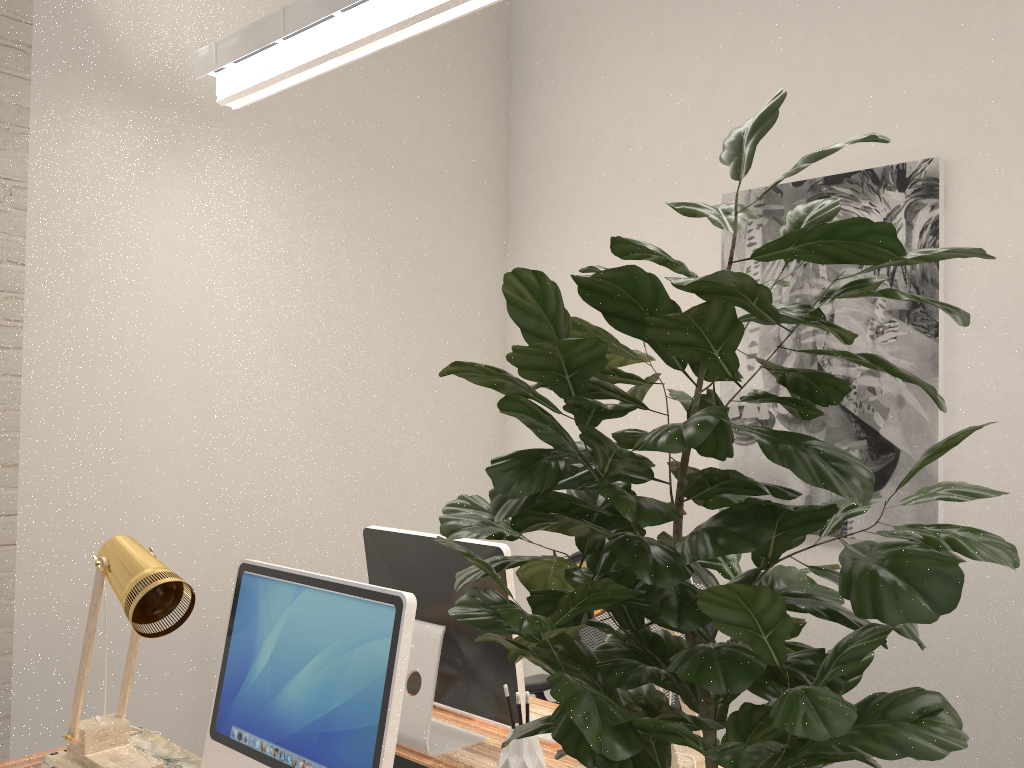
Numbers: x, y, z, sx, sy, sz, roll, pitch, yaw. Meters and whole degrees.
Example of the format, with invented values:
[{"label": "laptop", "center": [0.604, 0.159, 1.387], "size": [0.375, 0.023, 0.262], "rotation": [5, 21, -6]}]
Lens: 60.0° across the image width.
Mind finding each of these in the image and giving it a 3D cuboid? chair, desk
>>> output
[{"label": "chair", "center": [0.260, 1.052, 2.540], "size": [0.770, 1.085, 0.793], "rotation": [0, -2, 25]}, {"label": "desk", "center": [-0.561, 1.170, 1.483], "size": [1.401, 0.724, 0.529], "rotation": [-1, -3, 42]}, {"label": "desk", "center": [0.007, 1.206, 2.110], "size": [1.401, 0.724, 0.529], "rotation": [-1, -3, 42]}]

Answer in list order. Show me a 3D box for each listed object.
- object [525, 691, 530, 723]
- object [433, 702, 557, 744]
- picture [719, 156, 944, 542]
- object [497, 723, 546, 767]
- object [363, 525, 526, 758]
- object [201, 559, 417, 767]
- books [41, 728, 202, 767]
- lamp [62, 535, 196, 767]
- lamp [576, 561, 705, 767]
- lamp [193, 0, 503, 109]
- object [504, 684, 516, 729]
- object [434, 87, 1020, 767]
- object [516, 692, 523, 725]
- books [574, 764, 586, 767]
[{"label": "object", "center": [0.032, 0.727, 1.815], "size": [0.008, 0.207, 0.054], "rotation": [1, -2, 7]}, {"label": "object", "center": [-0.026, 0.840, 2.240], "size": [0.439, 0.017, 0.119], "rotation": [-1, -3, 42]}, {"label": "picture", "center": [1.032, -0.094, 2.938], "size": [0.731, 1.182, 0.049], "rotation": [-1, -2, 42]}, {"label": "object", "center": [0.020, 0.769, 1.823], "size": [0.101, 0.126, 0.101], "rotation": [1, -2, -3]}, {"label": "object", "center": [-0.189, 0.598, 2.097], "size": [0.484, 0.485, 0.190], "rotation": [-1, -2, 42]}, {"label": "object", "center": [-0.345, 0.571, 1.529], "size": [0.484, 0.485, 0.190], "rotation": [-1, -2, 42]}, {"label": "books", "center": [-0.803, 0.799, 1.847], "size": [0.309, 0.038, 0.225], "rotation": [-1, -3, 42]}, {"label": "lamp", "center": [-0.781, 0.547, 1.799], "size": [0.344, 0.470, 0.126], "rotation": [-1, -2, 42]}, {"label": "lamp", "center": [0.247, 0.565, 1.828], "size": [0.344, 0.470, 0.126], "rotation": [-1, -2, 42]}, {"label": "lamp", "center": [1.928, -2.244, 0.168], "size": [7.302, 2.863, 0.226], "rotation": [-1, -3, 42]}, {"label": "object", "center": [0.006, 0.727, 1.827], "size": [0.054, 0.207, 0.008], "rotation": [0, -2, 25]}, {"label": "object", "center": [0.157, 0.252, 0.793], "size": [0.514, 1.077, 0.439], "rotation": [0, -2, 32]}, {"label": "object", "center": [0.021, 0.727, 1.809], "size": [0.008, 0.207, 0.054], "rotation": [0, -2, 29]}, {"label": "books", "center": [0.261, 0.813, 1.766], "size": [0.309, 0.038, 0.225], "rotation": [-1, -3, 42]}]
